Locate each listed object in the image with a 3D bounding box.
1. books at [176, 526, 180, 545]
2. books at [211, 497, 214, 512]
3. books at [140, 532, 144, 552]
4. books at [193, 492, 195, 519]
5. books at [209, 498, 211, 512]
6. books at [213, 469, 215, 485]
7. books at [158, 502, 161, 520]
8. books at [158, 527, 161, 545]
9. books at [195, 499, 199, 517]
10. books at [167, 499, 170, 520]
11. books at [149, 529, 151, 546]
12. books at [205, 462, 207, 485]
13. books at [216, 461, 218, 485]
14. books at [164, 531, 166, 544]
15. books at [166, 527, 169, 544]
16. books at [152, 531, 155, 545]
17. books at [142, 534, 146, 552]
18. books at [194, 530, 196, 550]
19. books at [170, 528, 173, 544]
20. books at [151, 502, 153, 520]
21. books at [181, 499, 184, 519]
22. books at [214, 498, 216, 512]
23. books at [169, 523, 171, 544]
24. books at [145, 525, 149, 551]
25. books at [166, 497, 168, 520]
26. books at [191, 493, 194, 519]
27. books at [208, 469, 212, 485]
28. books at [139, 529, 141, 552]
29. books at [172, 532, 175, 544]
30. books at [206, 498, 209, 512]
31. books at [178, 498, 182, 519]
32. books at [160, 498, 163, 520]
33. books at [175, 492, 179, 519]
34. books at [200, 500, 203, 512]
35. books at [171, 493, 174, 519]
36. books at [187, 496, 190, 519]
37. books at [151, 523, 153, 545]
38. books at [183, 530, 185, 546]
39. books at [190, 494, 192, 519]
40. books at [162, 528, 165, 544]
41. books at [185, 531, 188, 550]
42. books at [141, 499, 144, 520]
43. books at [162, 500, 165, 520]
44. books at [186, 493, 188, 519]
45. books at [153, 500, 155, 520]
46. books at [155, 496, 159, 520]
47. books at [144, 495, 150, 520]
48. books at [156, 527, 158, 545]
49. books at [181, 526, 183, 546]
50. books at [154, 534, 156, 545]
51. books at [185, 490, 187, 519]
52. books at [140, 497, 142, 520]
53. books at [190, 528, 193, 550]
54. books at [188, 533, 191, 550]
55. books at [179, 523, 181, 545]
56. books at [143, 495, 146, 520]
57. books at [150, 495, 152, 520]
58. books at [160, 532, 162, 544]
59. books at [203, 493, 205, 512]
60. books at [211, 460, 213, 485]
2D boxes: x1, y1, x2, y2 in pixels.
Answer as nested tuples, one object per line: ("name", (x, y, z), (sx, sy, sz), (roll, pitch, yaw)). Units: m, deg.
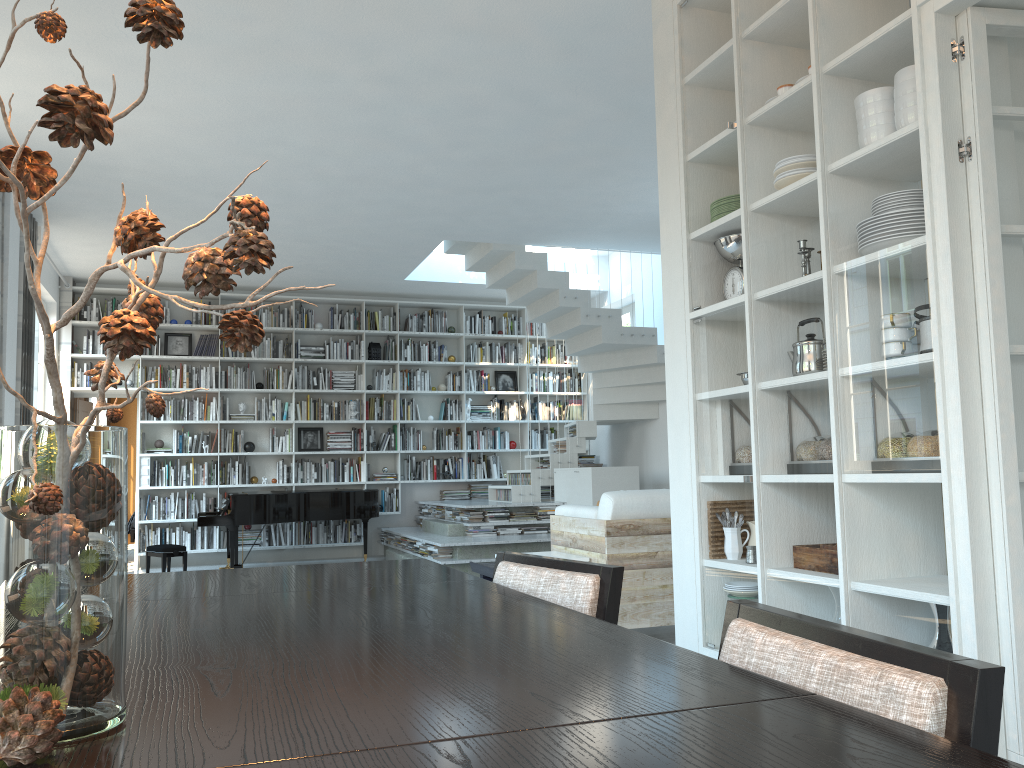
("books", (-3.793, 1.751, 10.070), (0.031, 0.266, 0.186), (1, -6, -19))
("books", (-3.461, 1.425, 10.240), (0.026, 0.235, 0.140), (1, -6, -19))
("books", (-4.157, 1.774, 9.960), (0.023, 0.215, 0.158), (1, -6, -19))
("books", (-3.643, 1.389, 10.164), (0.013, 0.300, 0.173), (1, -6, -19))
("books", (-3.472, 1.425, 10.197), (0.023, 0.227, 0.190), (1, -6, -19))
("books", (-3.457, 1.079, 10.281), (0.023, 0.186, 0.130), (1, -6, -19))
("books", (-3.997, 1.436, 10.054), (0.025, 0.199, 0.137), (1, -6, -19))
("books", (-3.981, 1.749, 10.004), (0.023, 0.265, 0.177), (1, -6, -19))
("books", (-3.608, 1.432, 10.175), (0.059, 0.216, 0.177), (1, -6, -19))
("books", (-3.898, 1.421, 10.070), (0.028, 0.229, 0.158), (1, -6, -19))
("books", (-4.071, 1.759, 9.986), (0.024, 0.246, 0.143), (1, -6, -19))
("books", (-3.533, 1.036, 10.225), (0.021, 0.265, 0.185), (1, -6, -19))
("books", (-3.425, 1.033, 10.293), (0.024, 0.280, 0.136), (1, -6, -19))
("books", (-3.920, 1.773, 10.032), (0.022, 0.221, 0.163), (1, -6, -19))
("books", (-3.900, 1.756, 10.047), (0.027, 0.256, 0.160), (1, -6, -19))
("books", (-4.036, 1.769, 9.989), (0.022, 0.226, 0.155), (1, -6, -19))
("books", (-4.123, 1.784, 9.942), (0.029, 0.190, 0.176), (1, -6, -19))
("books", (-3.626, 1.782, 10.148), (0.024, 0.214, 0.137), (1, -6, -19))
("books", (-3.866, 1.762, 10.065), (0.022, 0.246, 0.135), (1, -6, -19))
("books", (-4.067, 1.436, 10.023), (0.024, 0.197, 0.148), (1, -6, -19))
("books", (-3.761, 1.426, 10.129), (0.028, 0.224, 0.134), (1, -6, -19))
("books", (-3.431, 1.427, 10.240), (0.030, 0.230, 0.151), (1, -6, -19))
("books", (-3.876, 1.733, 10.042), (0.013, 0.300, 0.184), (1, -6, -19))
("books", (-4.102, 1.734, 9.971), (0.044, 0.293, 0.181), (1, -6, -19))
("books", (-3.912, 1.408, 10.052), (0.010, 0.252, 0.178), (1, -6, -19))
("books", (-3.661, 1.394, 10.163), (0.022, 0.290, 0.137), (1, -6, -19))
("books", (-3.497, 1.080, 10.254), (0.041, 0.181, 0.142), (1, -6, -19))
("books", (-4.174, 1.754, 9.955), (0.012, 0.254, 0.161), (1, -6, -19))
("books", (-3.832, 1.783, 10.048), (0.030, 0.201, 0.168), (1, -6, -19))
("books", (-3.511, 1.430, 10.228), (0.030, 0.226, 0.140), (1, -6, -19))
("books", (-3.790, 1.419, 10.124), (0.031, 0.238, 0.132), (1, -6, -19))
("books", (-3.977, 1.413, 10.067), (0.022, 0.248, 0.134), (1, -6, -19))
("books", (-3.817, 1.382, 10.096), (0.039, 0.307, 0.172), (1, -6, -19))
("books", (-3.573, 1.441, 10.206), (0.030, 0.203, 0.142), (1, -6, -19))
("books", (-3.865, 1.388, 10.097), (0.027, 0.299, 0.142), (1, -6, -19))
("books", (-3.700, 1.413, 10.158), (0.029, 0.254, 0.153), (1, -6, -19))
("books", (-4.054, 1.723, 9.993), (0.011, 0.318, 0.158), (1, -6, -19))
("books", (-3.731, 1.776, 10.089), (0.021, 0.218, 0.191), (1, -6, -19))
("books", (-3.681, 1.399, 10.168), (0.013, 0.284, 0.139), (1, -6, -19))
("books", (-3.945, 1.758, 10.036), (0.022, 0.252, 0.139), (1, -6, -19))
("books", (-3.707, 1.782, 10.095), (0.028, 0.206, 0.171), (1, -6, -19))
("books", (-4.157, 1.412, 9.980), (0.029, 0.239, 0.154), (1, -6, -19))
("books", (-3.942, 1.422, 10.043), (0.028, 0.223, 0.189), (1, -6, -19))
("books", (-3.714, 1.390, 10.136), (0.012, 0.295, 0.176), (1, -6, -19))
("books", (-4.038, 1.422, 10.011), (0.022, 0.220, 0.187), (1, -6, -19))
("books", (-4.017, 1.401, 10.028), (0.029, 0.266, 0.172), (1, -6, -19))
("books", (-4.107, 1.390, 9.992), (0.052, 0.283, 0.172), (1, -6, -19))
("books", (-3.996, 1.750, 9.992), (0.013, 0.261, 0.174), (1, -6, -19))
("books", (-3.753, 1.752, 10.084), (0.025, 0.266, 0.159), (1, -6, -19))
("books", (-4.017, 1.790, 10.000), (0.022, 0.186, 0.145), (1, -6, -19))
("books", (-3.723, 1.374, 10.125), (0.014, 0.325, 0.171), (1, -6, -19))
("books", (-4.181, 1.406, 9.987), (0.012, 0.254, 0.161), (1, -6, -19))
("books", (-3.651, 1.763, 10.110), (0.023, 0.243, 0.188), (1, -6, -19))
("books", (-3.676, 1.791, 10.098), (0.031, 0.187, 0.190), (1, -6, -19))
("books", (-3.778, 1.735, 10.096), (0.014, 0.304, 0.139), (1, -6, -19))
("books", (-4.134, 1.392, 9.973), (0.011, 0.276, 0.189), (1, -6, -19))
("books", (-4.084, 1.398, 10.020), (0.010, 0.273, 0.150), (1, -6, -19))
("books", (-3.964, 1.781, 10.023), (0.022, 0.205, 0.159), (1, -6, -19))
("books", (-3.545, 1.398, 10.211), (0.025, 0.287, 0.131), (1, -6, -19))
("books", (-3.465, 1.026, 10.249), (0.014, 0.286, 0.179), (1, -6, -19))
